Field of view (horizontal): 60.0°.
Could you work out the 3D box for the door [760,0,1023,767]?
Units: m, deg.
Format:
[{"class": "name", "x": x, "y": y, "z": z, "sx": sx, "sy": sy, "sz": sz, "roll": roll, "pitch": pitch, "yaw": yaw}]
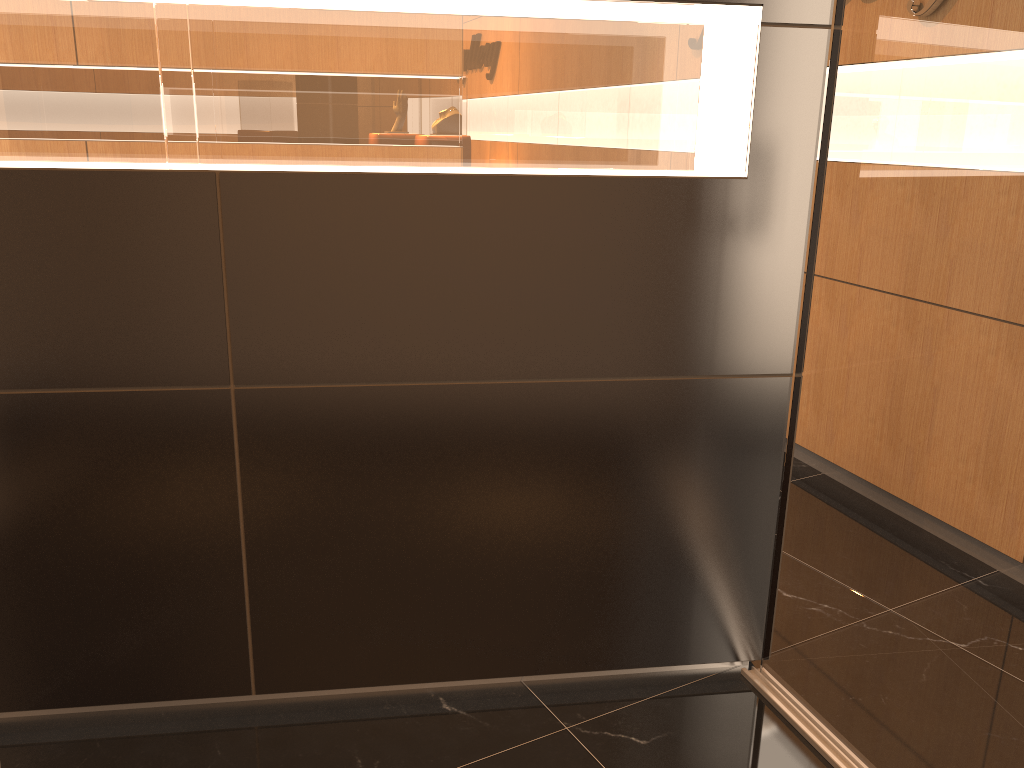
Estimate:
[{"class": "door", "x": 1.216, "y": -0.378, "z": 1.088, "sx": 0.098, "sy": 3.285, "sz": 2.473, "roll": -4, "pitch": 17, "yaw": -18}]
